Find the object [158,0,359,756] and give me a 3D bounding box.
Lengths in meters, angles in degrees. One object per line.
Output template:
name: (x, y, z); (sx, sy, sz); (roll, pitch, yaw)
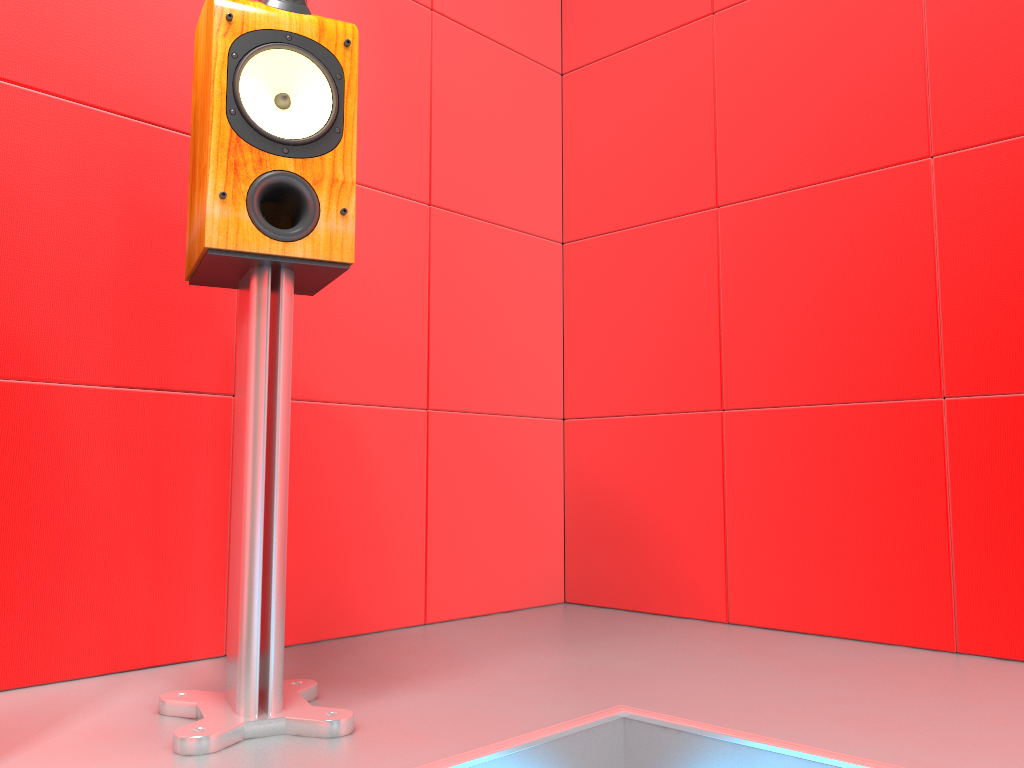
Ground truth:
object: (-0.365, -0.051, 1.305); (0.231, 1.058, 0.265); (3, -7, -26)
